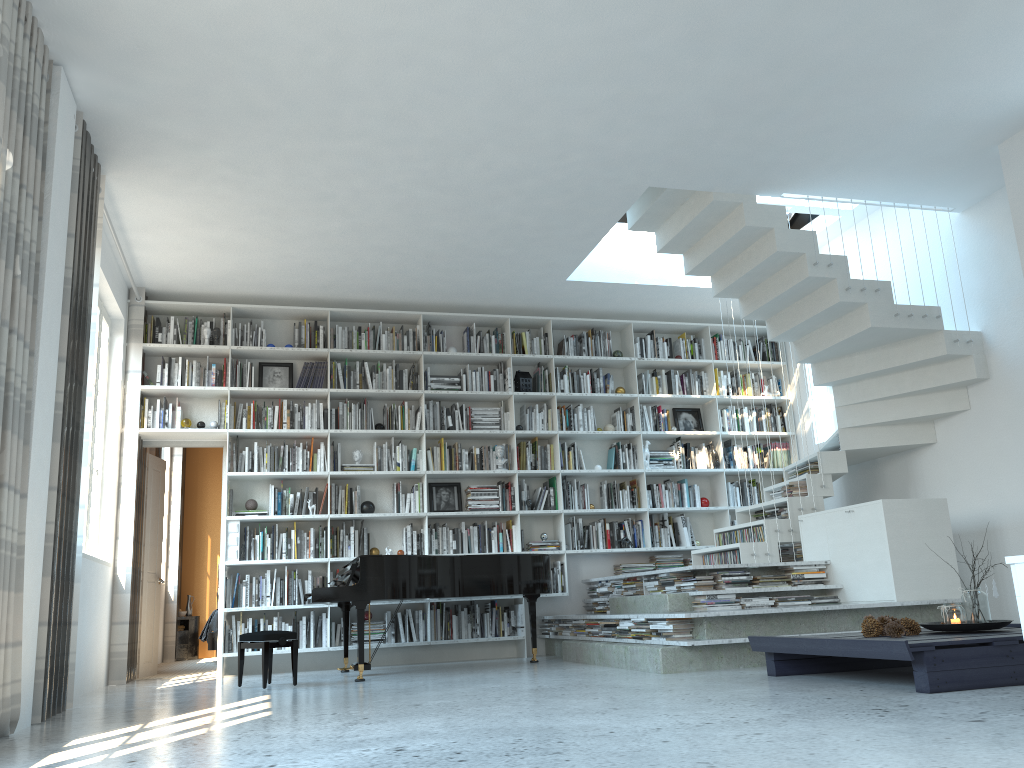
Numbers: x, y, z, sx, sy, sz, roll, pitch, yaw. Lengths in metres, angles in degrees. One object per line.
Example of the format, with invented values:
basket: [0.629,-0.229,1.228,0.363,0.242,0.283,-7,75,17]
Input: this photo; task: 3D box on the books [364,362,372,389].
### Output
books: [-1.320,-0.040,8.111,0.075,0.285,0.179,1,-14,-15]

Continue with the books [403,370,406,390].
books: [-1.008,-0.001,8.197,0.022,0.222,0.161,1,-14,-15]

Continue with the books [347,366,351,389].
books: [-1.488,-0.022,8.060,0.031,0.241,0.182,1,-14,-15]

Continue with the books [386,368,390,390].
books: [-1.149,-0.009,8.147,0.021,0.225,0.192,1,-14,-15]

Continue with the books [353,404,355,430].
books: [-1.431,0.326,7.976,0.012,0.251,0.184,1,-14,-15]

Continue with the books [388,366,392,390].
books: [-1.131,-0.020,8.175,0.028,0.260,0.136,1,-14,-15]

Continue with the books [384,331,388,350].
books: [-1.175,-0.364,8.252,0.026,0.235,0.134,1,-14,-15]

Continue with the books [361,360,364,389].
books: [-1.370,-0.049,8.126,0.013,0.314,0.135,1,-14,-15]

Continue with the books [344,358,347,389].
books: [-1.510,-0.058,8.061,0.012,0.314,0.172,1,-14,-15]

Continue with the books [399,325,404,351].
books: [-1.032,-0.388,8.289,0.013,0.285,0.160,1,-14,-15]

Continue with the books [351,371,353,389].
books: [-1.465,0.002,8.075,0.024,0.201,0.154,1,-14,-15]

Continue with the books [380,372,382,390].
books: [-1.215,0.006,8.165,0.024,0.212,0.128,1,-14,-15]

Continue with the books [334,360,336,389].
books: [-1.615,-0.049,8.064,0.014,0.308,0.130,1,-14,-15]

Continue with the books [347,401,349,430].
books: [-1.479,0.312,7.972,0.010,0.283,0.184,1,-14,-15]

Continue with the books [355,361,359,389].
books: [-1.415,-0.044,8.093,0.023,0.292,0.156,1,-14,-15]

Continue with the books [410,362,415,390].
books: [-0.934,-0.040,8.223,0.058,0.301,0.175,1,-14,-15]

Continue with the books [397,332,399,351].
books: [-1.074,-0.354,8.253,0.013,0.206,0.178,1,-14,-15]

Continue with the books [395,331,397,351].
books: [-1.094,-0.362,8.262,0.021,0.228,0.161,1,-14,-15]

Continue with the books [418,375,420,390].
books: [-0.876,0.022,8.258,0.019,0.193,0.098,1,-14,-15]

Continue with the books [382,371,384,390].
books: [-1.192,0.002,8.144,0.010,0.208,0.174,1,-14,-15]

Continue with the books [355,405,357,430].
books: [-1.416,0.331,8.004,0.011,0.255,0.152,1,-14,-15]

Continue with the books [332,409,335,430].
books: [-1.608,0.346,7.962,0.029,0.224,0.137,1,-14,-15]

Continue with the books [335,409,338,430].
books: [-1.582,0.349,7.967,0.024,0.218,0.140,1,-14,-15]

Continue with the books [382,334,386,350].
books: [-1.199,-0.345,8.231,0.031,0.189,0.182,1,-14,-15]

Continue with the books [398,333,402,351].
books: [-1.054,-0.351,8.254,0.026,0.199,0.187,1,-14,-15]

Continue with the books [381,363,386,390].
books: [-1.180,-0.032,8.170,0.026,0.285,0.138,1,-14,-15]

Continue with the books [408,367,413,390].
books: [-0.948,-0.021,8.215,0.055,0.263,0.167,1,-14,-15]

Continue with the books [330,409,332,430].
books: [-1.622,0.347,7.931,0.015,0.207,0.186,1,-14,-15]

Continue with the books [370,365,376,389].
books: [-1.274,-0.025,8.136,0.027,0.264,0.169,1,-14,-15]

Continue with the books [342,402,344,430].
books: [-1.524,0.316,7.966,0.012,0.275,0.157,1,-14,-15]

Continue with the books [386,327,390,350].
books: [-1.157,-0.380,8.262,0.014,0.268,0.156,1,-14,-15]

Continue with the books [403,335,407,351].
books: [-1.007,-0.340,8.277,0.031,0.184,0.177,1,-14,-15]

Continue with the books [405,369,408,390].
books: [-0.991,-0.004,8.219,0.025,0.236,0.153,1,-14,-15]

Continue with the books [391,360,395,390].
books: [-1.098,-0.049,8.177,0.011,0.312,0.184,1,-14,-15]

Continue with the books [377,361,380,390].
books: [-1.228,-0.047,8.148,0.012,0.307,0.145,1,-14,-15]

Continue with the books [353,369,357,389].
books: [-1.438,-0.008,8.078,0.029,0.218,0.158,1,-14,-15]

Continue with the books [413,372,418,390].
books: [-0.897,0.011,8.247,0.028,0.211,0.135,1,-14,-15]

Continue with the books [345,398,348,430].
books: [-1.495,0.300,7.994,0.011,0.316,0.155,1,-14,-15]

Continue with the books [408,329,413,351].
books: [-0.960,-0.371,8.318,0.029,0.260,0.152,1,-14,-15]

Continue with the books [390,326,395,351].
books: [-1.110,-0.382,8.255,0.014,0.265,0.192,1,-14,-15]

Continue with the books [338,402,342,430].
books: [-1.543,0.315,7.965,0.026,0.279,0.151,1,-14,-15]

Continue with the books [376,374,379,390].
books: [-1.244,0.015,8.127,0.028,0.179,0.168,1,-14,-15]

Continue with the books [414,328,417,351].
books: [-0.910,-0.376,8.319,0.014,0.266,0.172,1,-14,-15]

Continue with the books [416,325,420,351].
books: [-0.891,-0.388,8.323,0.026,0.288,0.176,1,-14,-15]

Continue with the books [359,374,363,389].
books: [-1.387,0.014,8.097,0.034,0.180,0.160,1,-14,-15]

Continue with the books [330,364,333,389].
books: [-1.635,-0.033,8.017,0.023,0.255,0.175,1,-14,-15]

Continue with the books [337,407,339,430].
books: [-1.562,0.336,7.962,0.012,0.239,0.134,1,-14,-15]

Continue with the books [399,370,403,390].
books: [-1.032,0.000,8.186,0.030,0.217,0.183,1,-14,-15]

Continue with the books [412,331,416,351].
books: [-0.927,-0.358,8.302,0.026,0.224,0.172,1,-14,-15]

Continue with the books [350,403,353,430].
books: [-1.441,0.320,7.973,0.009,0.262,0.190,1,-14,-15]

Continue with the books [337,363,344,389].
books: [-1.562,-0.035,8.059,0.067,0.274,0.168,1,-14,-15]

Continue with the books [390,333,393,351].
books: [-1.137,-0.350,8.269,0.029,0.213,0.142,1,-14,-15]

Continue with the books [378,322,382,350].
books: [-1.226,-0.404,8.247,0.014,0.314,0.166,1,-14,-15]

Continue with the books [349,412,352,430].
books: [-1.462,0.363,7.982,0.029,0.186,0.149,1,-14,-15]

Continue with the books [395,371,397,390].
books: [-1.084,0.005,8.190,0.024,0.213,0.150,1,-14,-15]

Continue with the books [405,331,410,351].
books: [-0.984,-0.362,8.300,0.026,0.236,0.149,1,-14,-15]

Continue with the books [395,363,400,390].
books: [-1.064,-0.031,8.207,0.022,0.289,0.147,1,-14,-15]

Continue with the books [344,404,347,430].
books: [-1.507,0.323,7.971,0.024,0.261,0.178,1,-14,-15]

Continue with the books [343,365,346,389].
books: [-1.522,-0.029,8.060,0.011,0.259,0.157,1,-14,-15]

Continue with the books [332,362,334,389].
books: [-1.622,-0.042,8.038,0.013,0.282,0.159,1,-14,-15]
